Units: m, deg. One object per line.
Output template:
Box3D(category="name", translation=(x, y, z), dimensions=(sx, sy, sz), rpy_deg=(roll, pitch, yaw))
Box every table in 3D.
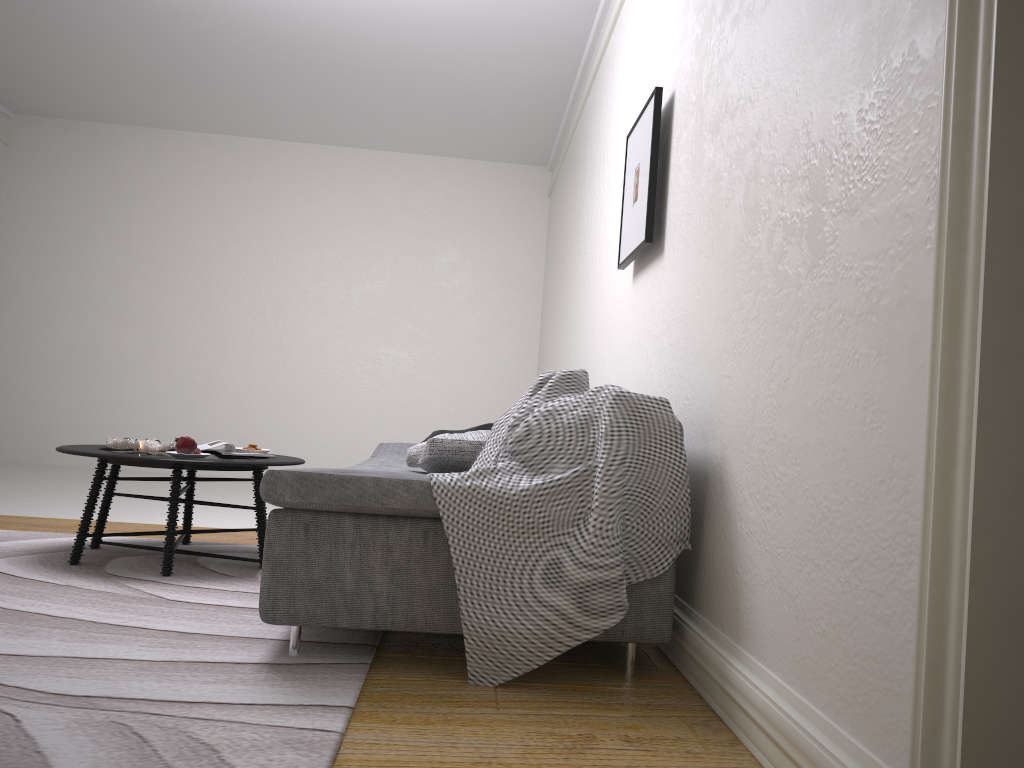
Box3D(category="table", translation=(-1.351, 0.506, 3.624), dimensions=(0.948, 0.449, 0.939), rpy_deg=(4, -3, -7))

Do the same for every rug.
Box3D(category="rug", translation=(-1.343, 0.654, 2.286), dimensions=(1.957, 0.008, 3.695), rpy_deg=(4, -3, -4))

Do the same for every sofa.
Box3D(category="sofa", translation=(-0.180, 0.446, 3.763), dimensions=(1.106, 0.772, 3.047), rpy_deg=(4, -3, -3))

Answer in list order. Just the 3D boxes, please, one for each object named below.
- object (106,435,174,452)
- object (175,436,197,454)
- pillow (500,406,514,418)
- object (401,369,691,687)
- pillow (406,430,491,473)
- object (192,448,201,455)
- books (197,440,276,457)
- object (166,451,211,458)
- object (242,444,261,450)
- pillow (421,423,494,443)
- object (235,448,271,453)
Box3D(category="object", translation=(-1.522, 0.247, 3.632), dimensions=(0.252, 0.062, 0.254), rpy_deg=(4, -3, 3))
Box3D(category="object", translation=(-1.288, 0.246, 3.513), dimensions=(0.108, 0.082, 0.090), rpy_deg=(3, -3, 31))
Box3D(category="pillow", translation=(-0.109, 0.315, 4.957), dimensions=(0.348, 0.448, 0.484), rpy_deg=(3, -3, 17))
Box3D(category="object", translation=(-0.019, 0.365, 2.505), dimensions=(0.632, 0.866, 0.866), rpy_deg=(6, -4, -38))
Box3D(category="pillow", translation=(-0.159, 0.259, 3.223), dimensions=(0.410, 0.194, 0.400), rpy_deg=(5, -3, -18))
Box3D(category="object", translation=(-1.276, 0.272, 3.579), dimensions=(0.036, 0.036, 0.044), rpy_deg=(4, -3, 5))
Box3D(category="books", translation=(-1.241, 0.276, 3.853), dimensions=(0.378, 0.048, 0.300), rpy_deg=(5, -3, -25))
Box3D(category="object", translation=(-1.288, 0.282, 3.523), dimensions=(0.164, 0.015, 0.171), rpy_deg=(2, -4, 41))
Box3D(category="object", translation=(-1.174, 0.288, 4.003), dimensions=(0.122, 0.036, 0.117), rpy_deg=(7, -4, -43))
Box3D(category="pillow", translation=(-0.295, 0.328, 4.689), dimensions=(0.417, 0.268, 0.406), rpy_deg=(3, -3, 16))
Box3D(category="object", translation=(-1.175, 0.301, 4.000), dimensions=(0.170, 0.015, 0.165), rpy_deg=(5, -3, -22))
